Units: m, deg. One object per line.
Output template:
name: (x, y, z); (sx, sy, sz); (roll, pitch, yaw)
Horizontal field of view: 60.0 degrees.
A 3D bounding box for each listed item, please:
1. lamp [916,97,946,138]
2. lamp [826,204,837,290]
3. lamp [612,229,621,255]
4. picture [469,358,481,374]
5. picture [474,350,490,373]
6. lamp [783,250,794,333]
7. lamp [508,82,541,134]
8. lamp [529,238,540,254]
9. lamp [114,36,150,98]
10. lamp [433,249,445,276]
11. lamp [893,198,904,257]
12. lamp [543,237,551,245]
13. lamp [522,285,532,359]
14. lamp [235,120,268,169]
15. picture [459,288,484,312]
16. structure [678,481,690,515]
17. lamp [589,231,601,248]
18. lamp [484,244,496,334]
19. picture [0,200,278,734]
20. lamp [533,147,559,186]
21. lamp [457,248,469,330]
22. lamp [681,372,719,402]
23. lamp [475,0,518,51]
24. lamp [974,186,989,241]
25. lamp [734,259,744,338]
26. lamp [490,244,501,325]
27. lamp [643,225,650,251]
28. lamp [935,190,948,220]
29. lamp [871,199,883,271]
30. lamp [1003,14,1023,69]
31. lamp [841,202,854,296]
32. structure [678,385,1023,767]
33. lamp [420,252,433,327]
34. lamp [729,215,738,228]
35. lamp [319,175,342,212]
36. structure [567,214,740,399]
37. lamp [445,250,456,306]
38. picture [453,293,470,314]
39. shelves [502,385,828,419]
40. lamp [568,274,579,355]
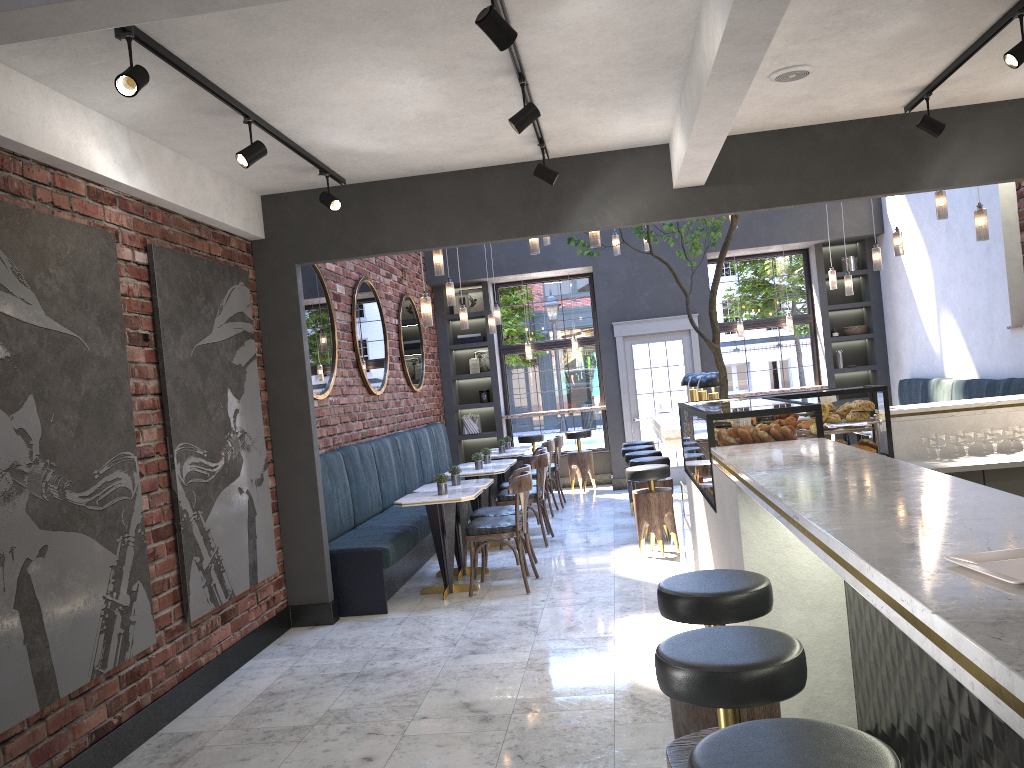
lamp: (2.433, -1.548, 5.159); (0.157, 0.235, 0.087); (-6, 0, 1)
lamp: (3.591, -3.161, 10.439); (0.078, 4.105, 0.078); (-6, 0, -9)
lamp: (0.992, -3.510, 10.049); (0.078, 4.105, 0.078); (-6, 0, -9)
picture: (-0.536, -0.257, 12.710); (0.161, 0.227, 0.049); (-6, 0, 7)
picture: (-0.411, -0.320, 12.720); (0.247, 0.326, 0.044); (-6, 0, 7)
lamp: (3.712, -1.411, 12.033); (0.078, 1.429, 0.078); (-5, 1, 36)
lamp: (0.056, -1.317, 4.234); (0.157, 0.238, 0.087); (-6, 0, 1)
lamp: (-0.008, -3.133, 7.403); (0.078, 4.105, 0.078); (-5, 1, 36)
lamp: (-1.415, -1.172, 3.294); (0.087, 0.235, 0.157); (-6, 0, 1)
lamp: (-0.798, -2.941, 7.315); (0.078, 4.105, 0.078); (-6, 0, -9)
lamp: (3.305, -3.199, 8.007); (0.078, 4.105, 0.078); (-6, 0, -31)
lamp: (0.185, -3.580, 9.760); (0.078, 4.105, 0.078); (-6, 0, -9)
lamp: (0.171, -1.060, 12.447); (0.078, 1.429, 0.078); (-5, 1, 36)
lamp: (-1.293, -1.183, 4.388); (0.157, 0.238, 0.087); (-6, 0, -44)
picture: (-0.564, -1.183, 12.712); (0.361, 0.369, 0.055); (-6, 0, 7)
structure: (1.986, 1.243, 8.686); (0.496, 0.210, 3.498); (-6, 0, 7)
lamp: (0.412, -3.049, 6.484); (0.078, 4.105, 0.078); (-5, 1, 36)
lamp: (-0.423, -2.631, 10.283); (0.078, 4.105, 0.078); (-6, 0, -9)
picture: (-1.843, 0.266, 4.534); (0.033, 2.027, 2.821); (-6, 0, 7)
lamp: (0.204, -1.329, 5.420); (0.157, 0.238, 0.087); (-6, 0, 1)
lamp: (-0.687, -2.607, 9.126); (0.078, 4.105, 0.078); (-6, 0, 14)
lamp: (0.693, -1.223, 5.207); (4.182, 3.256, 8.836); (-6, 0, -10)
lamp: (-0.059, -1.308, 3.145); (0.157, 0.238, 0.087); (-6, 0, -44)
lamp: (3.113, -3.053, 6.225); (0.078, 4.105, 0.078); (-6, 0, -9)
lamp: (3.063, -1.347, 12.109); (0.078, 1.429, 0.078); (-6, 0, -31)
lamp: (-0.371, -2.769, 10.852); (0.078, 4.105, 0.078); (-6, 0, -9)
lamp: (1.432, -3.644, 10.628); (0.078, 4.105, 0.078); (-6, 0, -9)
lamp: (3.166, -3.333, 6.918); (0.078, 4.105, 0.078); (-6, 0, -9)
lamp: (3.387, -3.157, 8.675); (0.078, 4.105, 0.078); (-6, 0, -31)
lamp: (2.284, -1.536, 3.973); (0.157, 0.235, 0.087); (-6, 0, 1)
lamp: (3.528, -3.022, 9.780); (0.078, 4.105, 0.078); (-6, 0, -9)
structure: (2.408, 0.641, 2.776); (3.205, 1.300, 5.804); (-6, 0, 7)
lamp: (-0.831, -2.474, 6.638); (0.078, 4.105, 0.078); (-6, 0, -9)
lamp: (2.295, -3.792, 9.948); (0.078, 4.105, 0.078); (-6, 0, -9)
lamp: (-1.147, -1.193, 5.576); (0.087, 0.235, 0.157); (-6, 0, -42)
structure: (1.619, -1.622, 7.694); (2.805, 5.989, 3.746); (-6, 0, -40)
lamp: (-0.780, -2.794, 8.485); (0.078, 4.105, 0.078); (-6, 0, 14)
picture: (-0.729, -1.142, 12.697); (0.230, 0.313, 0.061); (-6, 0, 7)
shelves: (2.058, 0.254, 12.260); (4.403, 0.043, 0.384); (-6, 0, 7)
lamp: (0.821, -1.125, 12.371); (0.078, 1.429, 0.078); (-6, 0, -31)
